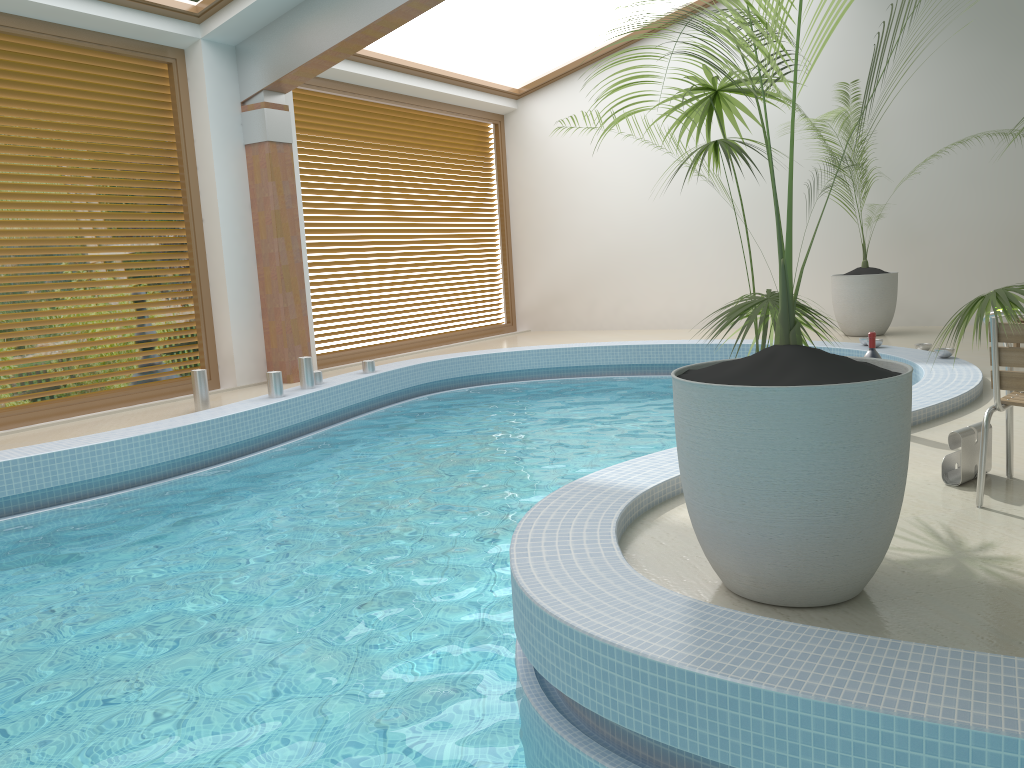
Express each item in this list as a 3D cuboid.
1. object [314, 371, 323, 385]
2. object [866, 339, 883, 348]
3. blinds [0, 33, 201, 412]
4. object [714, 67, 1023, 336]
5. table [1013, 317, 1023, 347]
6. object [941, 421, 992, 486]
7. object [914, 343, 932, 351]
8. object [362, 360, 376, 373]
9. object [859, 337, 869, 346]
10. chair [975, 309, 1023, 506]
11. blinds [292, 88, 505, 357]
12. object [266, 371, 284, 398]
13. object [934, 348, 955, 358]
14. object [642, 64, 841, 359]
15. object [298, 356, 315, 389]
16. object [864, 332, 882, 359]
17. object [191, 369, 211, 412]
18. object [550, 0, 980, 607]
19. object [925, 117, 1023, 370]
[{"bbox_3d":[-1.644,-0.052,7.425,0.115,0.107,0.115,-5,8,-10],"label":"object"},{"bbox_3d":[3.102,-0.345,7.587,0.140,0.069,0.140,-3,8,1],"label":"object"},{"bbox_3d":[-4.032,-1.129,6.435,0.095,2.921,4.200,1,9,31],"label":"blinds"},{"bbox_3d":[3.750,-1.974,9.052,2.979,2.960,2.729,-4,8,-4],"label":"object"},{"bbox_3d":[4.477,-0.430,7.493,0.283,0.255,0.320,-4,8,-6],"label":"table"},{"bbox_3d":[1.867,0.281,3.639,0.272,0.223,0.081,-10,10,-38],"label":"object"},{"bbox_3d":[3.583,-0.313,7.726,0.140,0.069,0.140,-3,8,1],"label":"object"},{"bbox_3d":[-1.298,-0.158,8.034,0.115,0.107,0.115,-5,8,-10],"label":"object"},{"bbox_3d":[3.113,-0.371,7.768,0.140,0.069,0.140,-3,8,1],"label":"object"},{"bbox_3d":[2.080,0.064,3.225,0.618,0.727,0.563,4,11,43],"label":"chair"},{"bbox_3d":[-1.357,-1.900,10.814,0.095,2.921,4.414,1,9,31],"label":"blinds"},{"bbox_3d":[-1.812,0.003,6.781,0.115,0.194,0.115,-6,8,-18],"label":"object"},{"bbox_3d":[3.263,-0.231,6.691,0.140,0.069,0.140,-3,8,1],"label":"object"},{"bbox_3d":[0.895,-0.381,3.480,0.791,1.695,1.059,-1,8,19],"label":"object"},{"bbox_3d":[-1.664,-0.091,7.179,0.115,0.254,0.115,-6,8,-18],"label":"object"},{"bbox_3d":[1.910,-0.058,4.700,0.109,0.435,0.109,-7,9,-23],"label":"object"},{"bbox_3d":[-2.394,0.051,6.824,0.115,0.320,0.115,-5,8,-10],"label":"object"},{"bbox_3d":[0.817,-0.901,2.616,2.729,2.960,2.979,-10,10,-41],"label":"object"},{"bbox_3d":[1.749,-0.299,2.508,0.791,1.695,1.059,-7,9,-23],"label":"object"}]
